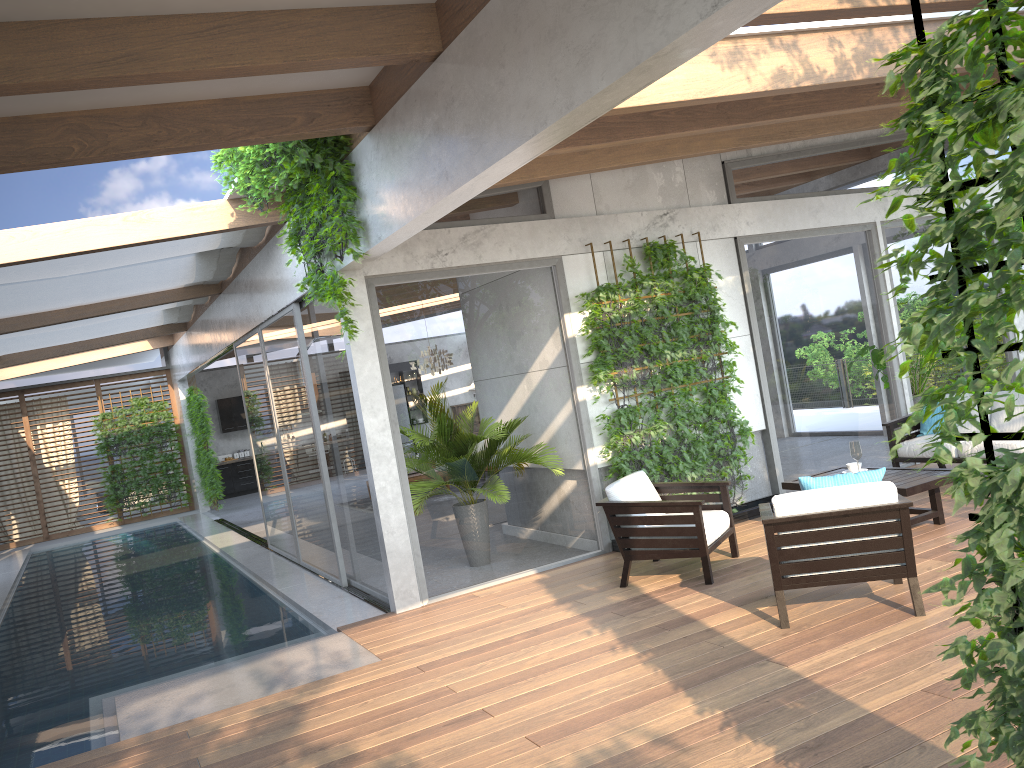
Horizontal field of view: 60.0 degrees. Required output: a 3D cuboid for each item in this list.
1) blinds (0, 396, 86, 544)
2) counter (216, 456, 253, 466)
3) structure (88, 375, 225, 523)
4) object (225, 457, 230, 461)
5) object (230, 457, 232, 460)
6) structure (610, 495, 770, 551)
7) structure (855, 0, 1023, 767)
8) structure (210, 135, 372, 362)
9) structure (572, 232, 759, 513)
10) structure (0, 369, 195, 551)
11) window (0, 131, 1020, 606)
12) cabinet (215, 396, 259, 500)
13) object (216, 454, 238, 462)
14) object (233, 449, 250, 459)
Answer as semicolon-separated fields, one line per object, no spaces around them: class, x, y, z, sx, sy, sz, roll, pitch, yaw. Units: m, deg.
blinds;-9.934;1.776;18.065;2.087;2.898;0.692;-10;1;-22
counter;-5.677;1.654;21.210;3.805;0.061;0.607;-10;1;-26
structure;-6.538;1.285;13.981;2.739;2.687;10.282;-10;1;-9
object;-6.613;1.730;20.572;0.086;0.087;0.090;-9;1;41
object;-6.549;1.733;20.627;0.083;0.057;0.072;-9;1;40
structure;1.216;1.145;9.273;2.012;0.595;2.203;-10;1;-26
structure;1.493;0.046;1.748;0.500;2.687;1.807;-10;1;-26
structure;-1.629;-1.135;6.678;0.918;2.054;1.822;-10;1;-29
structure;1.454;-0.026;8.107;1.851;2.669;0.500;-10;1;-26
structure;-9.000;1.527;18.145;4.313;3.079;0.085;-10;1;-26
window;-2.067;0.037;15.228;14.294;3.764;23.280;-10;1;-26
cabinet;-4.836;1.068;21.688;5.901;2.502;0.709;-10;1;-28
object;-6.665;1.729;20.742;0.381;0.134;0.590;-10;1;-38
object;-6.432;1.652;21.076;0.405;0.200;0.147;-10;1;-25
